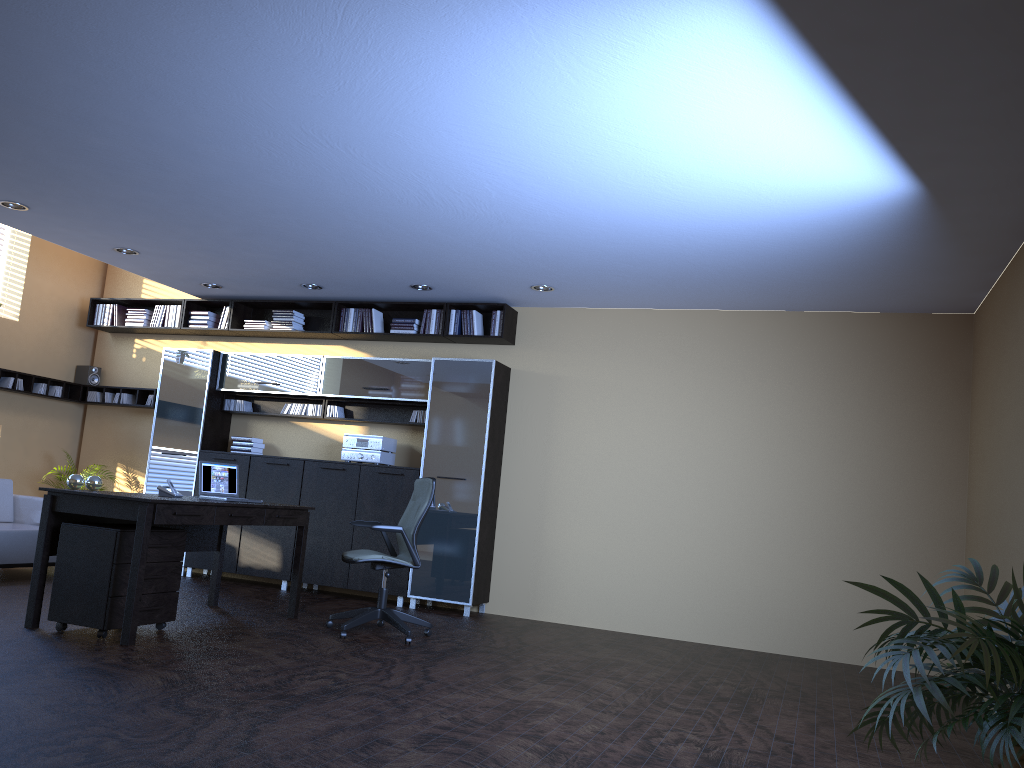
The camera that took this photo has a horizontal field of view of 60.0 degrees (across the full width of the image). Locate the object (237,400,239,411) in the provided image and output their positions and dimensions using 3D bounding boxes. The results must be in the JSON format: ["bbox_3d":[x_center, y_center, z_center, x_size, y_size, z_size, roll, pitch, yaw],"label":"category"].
[{"bbox_3d":[-2.944,0.243,9.650,0.009,0.120,0.142,3,-7,20],"label":"object"}]

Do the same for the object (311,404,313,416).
[{"bbox_3d":[-2.070,0.283,9.337,0.006,0.118,0.140,3,-7,19],"label":"object"}]

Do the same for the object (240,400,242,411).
[{"bbox_3d":[-2.905,0.245,9.638,0.030,0.119,0.142,3,-7,20],"label":"object"}]

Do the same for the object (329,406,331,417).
[{"bbox_3d":[-1.862,0.293,9.267,0.009,0.120,0.142,3,-7,20],"label":"object"}]

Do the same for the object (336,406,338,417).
[{"bbox_3d":[-1.789,0.298,9.242,0.036,0.115,0.140,3,-7,20],"label":"object"}]

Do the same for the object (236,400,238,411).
[{"bbox_3d":[-2.953,0.242,9.653,0.006,0.118,0.140,3,-7,20],"label":"object"}]

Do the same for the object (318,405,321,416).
[{"bbox_3d":[-1.985,0.287,9.309,0.009,0.120,0.142,3,-7,20],"label":"object"}]

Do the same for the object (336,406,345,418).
[{"bbox_3d":[-1.789,0.298,9.244,0.040,0.118,0.142,3,-7,20],"label":"object"}]

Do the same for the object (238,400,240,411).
[{"bbox_3d":[-2.933,0.244,9.651,0.009,0.120,0.142,3,-7,20],"label":"object"}]

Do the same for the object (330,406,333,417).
[{"bbox_3d":[-1.853,0.294,9.264,0.009,0.120,0.142,3,-7,19],"label":"object"}]

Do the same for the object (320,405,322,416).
[{"bbox_3d":[-1.967,0.288,9.299,0.009,0.120,0.142,3,-7,20],"label":"object"}]

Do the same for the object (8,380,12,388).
[{"bbox_3d":[-5.398,-0.016,9.445,0.142,0.119,0.030,3,-7,19],"label":"object"}]

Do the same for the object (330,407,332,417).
[{"bbox_3d":[-1.853,0.294,9.263,0.006,0.118,0.140,3,-7,20],"label":"object"}]

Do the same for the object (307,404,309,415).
[{"bbox_3d":[-2.117,0.281,9.355,0.009,0.120,0.142,3,-7,20],"label":"object"}]

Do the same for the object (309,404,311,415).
[{"bbox_3d":[-2.096,0.283,9.354,0.006,0.118,0.140,3,-7,20],"label":"object"}]

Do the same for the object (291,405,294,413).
[{"bbox_3d":[-2.293,0.273,9.419,0.036,0.115,0.140,3,-7,20],"label":"object"}]

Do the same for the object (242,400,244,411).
[{"bbox_3d":[-2.886,0.246,9.628,0.030,0.119,0.142,3,-7,20],"label":"object"}]

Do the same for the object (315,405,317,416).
[{"bbox_3d":[-2.022,0.286,9.323,0.009,0.120,0.142,3,-7,19],"label":"object"}]

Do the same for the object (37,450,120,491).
[{"bbox_3d":[-4.785,1.329,9.765,0.842,1.237,0.689,10,-8,-36],"label":"object"}]

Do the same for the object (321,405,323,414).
[{"bbox_3d":[-1.956,0.288,9.298,0.009,0.120,0.142,3,-7,19],"label":"object"}]

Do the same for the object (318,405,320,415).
[{"bbox_3d":[-1.994,0.287,9.312,0.009,0.120,0.142,3,-7,20],"label":"object"}]

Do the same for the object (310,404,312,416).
[{"bbox_3d":[-2.080,0.282,9.340,0.009,0.120,0.142,3,-7,20],"label":"object"}]

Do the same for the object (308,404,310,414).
[{"bbox_3d":[-2.107,0.282,9.353,0.006,0.118,0.140,3,-7,20],"label":"object"}]

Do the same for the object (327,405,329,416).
[{"bbox_3d":[-1.892,0.291,9.272,0.006,0.118,0.140,3,-7,20],"label":"object"}]

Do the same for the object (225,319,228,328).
[{"bbox_3d":[-3.051,-0.704,9.745,0.075,0.259,0.208,3,-7,19],"label":"object"}]

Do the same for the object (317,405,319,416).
[{"bbox_3d":[-2.001,0.287,9.320,0.006,0.118,0.140,3,-7,20],"label":"object"}]

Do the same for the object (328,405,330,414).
[{"bbox_3d":[-1.882,0.292,9.271,0.006,0.118,0.140,3,-7,20],"label":"object"}]

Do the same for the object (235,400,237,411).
[{"bbox_3d":[-2.963,0.242,9.658,0.009,0.120,0.142,3,-7,20],"label":"object"}]

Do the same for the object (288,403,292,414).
[{"bbox_3d":[-2.322,0.272,9.429,0.040,0.118,0.142,3,-7,19],"label":"object"}]

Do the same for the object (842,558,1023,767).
[{"bbox_3d":[1.077,0.960,1.905,0.669,1.233,0.765,-1,-9,42],"label":"object"}]

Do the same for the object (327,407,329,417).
[{"bbox_3d":[-1.891,0.292,9.276,0.009,0.120,0.142,3,-7,20],"label":"object"}]

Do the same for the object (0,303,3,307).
[{"bbox_3d":[-5.543,-0.798,9.472,0.117,0.148,0.124,3,-7,20],"label":"object"}]

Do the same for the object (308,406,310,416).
[{"bbox_3d":[-2.106,0.282,9.356,0.009,0.120,0.142,3,-7,20],"label":"object"}]

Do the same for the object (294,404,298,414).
[{"bbox_3d":[-2.255,0.275,9.408,0.040,0.118,0.142,3,-7,20],"label":"object"}]

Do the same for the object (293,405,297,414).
[{"bbox_3d":[-2.264,0.275,9.412,0.036,0.115,0.140,3,-7,19],"label":"object"}]

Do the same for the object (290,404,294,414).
[{"bbox_3d":[-2.302,0.273,9.426,0.036,0.115,0.140,3,-7,20],"label":"object"}]

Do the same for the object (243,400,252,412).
[{"bbox_3d":[-2.871,0.248,9.626,0.040,0.118,0.142,3,-7,20],"label":"object"}]

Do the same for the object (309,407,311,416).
[{"bbox_3d":[-2.088,0.283,9.347,0.006,0.118,0.140,3,-7,20],"label":"object"}]

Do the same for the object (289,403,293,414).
[{"bbox_3d":[-2.313,0.272,9.426,0.040,0.118,0.142,3,-7,20],"label":"object"}]

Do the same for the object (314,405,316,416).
[{"bbox_3d":[-2.032,0.285,9.324,0.009,0.120,0.142,3,-7,20],"label":"object"}]

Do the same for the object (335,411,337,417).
[{"bbox_3d":[-1.803,0.297,9.249,0.030,0.119,0.142,3,-7,20],"label":"object"}]

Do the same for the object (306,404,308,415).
[{"bbox_3d":[-2.126,0.281,9.361,0.009,0.120,0.142,3,-7,20],"label":"object"}]

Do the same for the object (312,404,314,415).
[{"bbox_3d":[-2.059,0.284,9.339,0.009,0.120,0.142,3,-7,20],"label":"object"}]

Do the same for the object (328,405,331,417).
[{"bbox_3d":[-1.873,0.292,9.266,0.009,0.120,0.142,3,-7,20],"label":"object"}]

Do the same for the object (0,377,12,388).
[{"bbox_3d":[-5.399,-0.017,9.429,0.142,0.118,0.040,3,-7,19],"label":"object"}]

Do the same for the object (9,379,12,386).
[{"bbox_3d":[-5.396,-0.016,9.444,0.140,0.117,0.026,3,-7,20],"label":"object"}]

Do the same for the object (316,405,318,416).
[{"bbox_3d":[-2.011,0.287,9.324,0.009,0.120,0.142,3,-7,20],"label":"object"}]

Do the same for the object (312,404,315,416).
[{"bbox_3d":[-2.052,0.284,9.330,0.009,0.120,0.142,3,-7,20],"label":"object"}]

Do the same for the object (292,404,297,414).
[{"bbox_3d":[-2.275,0.274,9.411,0.040,0.118,0.142,3,-7,20],"label":"object"}]

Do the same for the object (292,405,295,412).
[{"bbox_3d":[-2.283,0.274,9.418,0.036,0.115,0.140,3,-7,20],"label":"object"}]
